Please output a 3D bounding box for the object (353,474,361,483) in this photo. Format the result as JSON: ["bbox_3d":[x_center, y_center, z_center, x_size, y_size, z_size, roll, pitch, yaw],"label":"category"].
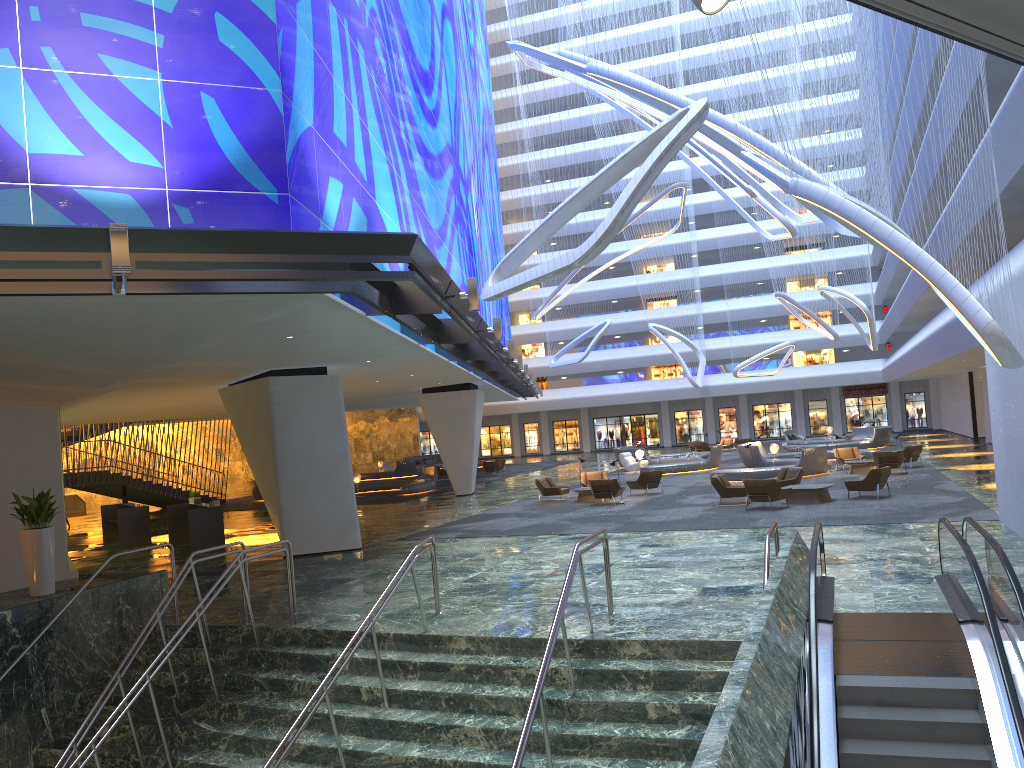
[{"bbox_3d":[-6.601,4.002,37.697,0.318,0.387,0.366,-5,-2,27],"label":"object"}]

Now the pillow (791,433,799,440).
[{"bbox_3d":[16.302,3.010,51.021,0.315,0.386,0.784,-6,-3,36],"label":"pillow"}]

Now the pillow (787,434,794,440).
[{"bbox_3d":[16.097,3.052,51.061,0.295,0.368,0.768,-5,-2,33],"label":"pillow"}]

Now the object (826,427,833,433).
[{"bbox_3d":[18.793,2.708,52.408,0.367,0.387,0.318,-5,-2,2],"label":"object"}]

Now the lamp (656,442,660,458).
[{"bbox_3d":[6.419,3.175,38.603,0.202,1.300,0.384,-4,-1,-4],"label":"lamp"}]

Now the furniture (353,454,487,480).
[{"bbox_3d":[-6.003,5.092,55.581,5.194,0.969,9.920,-7,-3,37],"label":"furniture"}]

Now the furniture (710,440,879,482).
[{"bbox_3d":[10.361,2.781,33.930,5.194,0.969,9.920,-6,-3,37],"label":"furniture"}]

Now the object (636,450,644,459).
[{"bbox_3d":[5.676,3.113,39.343,0.367,0.387,0.318,-5,-2,2],"label":"object"}]

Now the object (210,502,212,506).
[{"bbox_3d":[-7.451,2.989,22.098,0.111,0.108,0.108,-3,-2,-35],"label":"object"}]

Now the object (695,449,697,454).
[{"bbox_3d":[8.975,3.263,43.258,0.066,0.355,0.076,-4,-1,-13],"label":"object"}]

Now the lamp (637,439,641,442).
[{"bbox_3d":[6.657,3.527,46.434,0.201,1.300,0.384,-4,-1,-26],"label":"lamp"}]

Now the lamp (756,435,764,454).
[{"bbox_3d":[10.591,2.805,37.715,0.384,1.300,0.201,-5,-1,38],"label":"lamp"}]

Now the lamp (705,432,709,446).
[{"bbox_3d":[10.764,3.313,48.729,0.202,1.300,0.384,-4,-1,-17],"label":"lamp"}]

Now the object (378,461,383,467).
[{"bbox_3d":[-8.077,4.912,54.479,0.367,0.387,0.318,-5,-2,27],"label":"object"}]

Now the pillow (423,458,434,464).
[{"bbox_3d":[-5.560,5.152,59.380,0.774,0.366,0.317,-3,-2,-28],"label":"pillow"}]

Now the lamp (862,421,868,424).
[{"bbox_3d":[18.683,2.595,46.732,0.384,1.300,0.202,-5,-1,20],"label":"lamp"}]

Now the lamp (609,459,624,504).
[{"bbox_3d":[3.030,2.830,25.657,0.384,1.300,0.201,-5,-1,38],"label":"lamp"}]

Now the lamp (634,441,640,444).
[{"bbox_3d":[6.243,3.447,44.057,0.384,1.300,0.202,-5,-1,13],"label":"lamp"}]

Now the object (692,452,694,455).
[{"bbox_3d":[8.837,3.391,43.215,0.071,0.118,0.151,-5,-2,30],"label":"object"}]

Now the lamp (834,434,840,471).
[{"bbox_3d":[11.620,2.435,31.616,0.202,1.300,0.384,-5,-1,37],"label":"lamp"}]

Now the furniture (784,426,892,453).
[{"bbox_3d":[17.284,2.872,47.394,5.189,0.969,9.928,-5,-3,17],"label":"furniture"}]

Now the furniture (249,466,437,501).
[{"bbox_3d":[-7.679,4.475,39.750,9.943,0.969,5.182,-7,-3,37],"label":"furniture"}]

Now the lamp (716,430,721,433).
[{"bbox_3d":[12.147,3.356,51.948,0.384,1.300,0.202,-4,-1,-18],"label":"lamp"}]

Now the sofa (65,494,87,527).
[{"bbox_3d":[-17.911,4.903,33.214,3.413,1.179,1.064,-2,-3,-44],"label":"sofa"}]

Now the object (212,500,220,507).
[{"bbox_3d":[-7.312,2.949,21.896,0.149,0.149,0.149,-3,-2,-35],"label":"object"}]

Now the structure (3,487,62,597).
[{"bbox_3d":[-9.067,3.002,16.950,1.022,2.050,0.773,-4,-1,-1],"label":"structure"}]

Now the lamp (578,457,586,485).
[{"bbox_3d":[2.314,3.048,29.086,0.202,1.300,0.384,-5,-1,37],"label":"lamp"}]

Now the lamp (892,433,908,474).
[{"bbox_3d":[12.336,2.217,28.187,0.384,1.300,0.201,-5,-1,38],"label":"lamp"}]

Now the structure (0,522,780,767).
[{"bbox_3d":[-4.143,6.046,2.870,9.313,8.394,19.731,-5,-2,20],"label":"structure"}]

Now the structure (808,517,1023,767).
[{"bbox_3d":[2.018,5.441,1.045,3.019,8.234,19.827,-5,-2,20],"label":"structure"}]

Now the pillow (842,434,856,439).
[{"bbox_3d":[17.850,2.764,46.935,0.692,0.262,0.878,-4,-3,-18],"label":"pillow"}]

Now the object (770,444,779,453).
[{"bbox_3d":[10.353,2.538,34.963,0.367,0.387,0.318,-5,-2,27],"label":"object"}]

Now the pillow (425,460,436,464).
[{"bbox_3d":[-5.509,5.182,59.188,0.693,0.262,0.877,-5,-3,11],"label":"pillow"}]

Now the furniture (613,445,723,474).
[{"bbox_3d":[7.112,3.380,41.203,5.188,0.969,9.930,-5,-3,12],"label":"furniture"}]

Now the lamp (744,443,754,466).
[{"bbox_3d":[8.037,2.635,29.871,0.384,1.300,0.201,-5,-1,38],"label":"lamp"}]

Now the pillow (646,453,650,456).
[{"bbox_3d":[6.803,3.626,45.430,0.443,0.207,0.445,-4,-2,-18],"label":"pillow"}]

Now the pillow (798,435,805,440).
[{"bbox_3d":[16.604,3.087,51.221,0.684,0.280,0.875,-3,-3,-32],"label":"pillow"}]

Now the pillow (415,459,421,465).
[{"bbox_3d":[-6.352,5.179,58.715,0.315,0.386,0.784,-6,-3,37],"label":"pillow"}]

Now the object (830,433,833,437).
[{"bbox_3d":[18.006,2.915,49.908,0.131,0.252,0.103,-5,-1,3],"label":"object"}]

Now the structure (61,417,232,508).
[{"bbox_3d":[-18.729,3.076,40.583,11.993,6.243,16.488,-5,-3,20],"label":"structure"}]

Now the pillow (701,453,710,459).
[{"bbox_3d":[8.521,3.069,37.878,0.693,0.262,0.877,-6,-3,29],"label":"pillow"}]

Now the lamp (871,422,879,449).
[{"bbox_3d":[17.540,2.501,42.838,0.202,1.300,0.384,-4,-1,-20],"label":"lamp"}]

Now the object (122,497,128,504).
[{"bbox_3d":[-11.626,3.494,26.623,0.158,0.181,0.159,-4,-2,-25],"label":"object"}]
